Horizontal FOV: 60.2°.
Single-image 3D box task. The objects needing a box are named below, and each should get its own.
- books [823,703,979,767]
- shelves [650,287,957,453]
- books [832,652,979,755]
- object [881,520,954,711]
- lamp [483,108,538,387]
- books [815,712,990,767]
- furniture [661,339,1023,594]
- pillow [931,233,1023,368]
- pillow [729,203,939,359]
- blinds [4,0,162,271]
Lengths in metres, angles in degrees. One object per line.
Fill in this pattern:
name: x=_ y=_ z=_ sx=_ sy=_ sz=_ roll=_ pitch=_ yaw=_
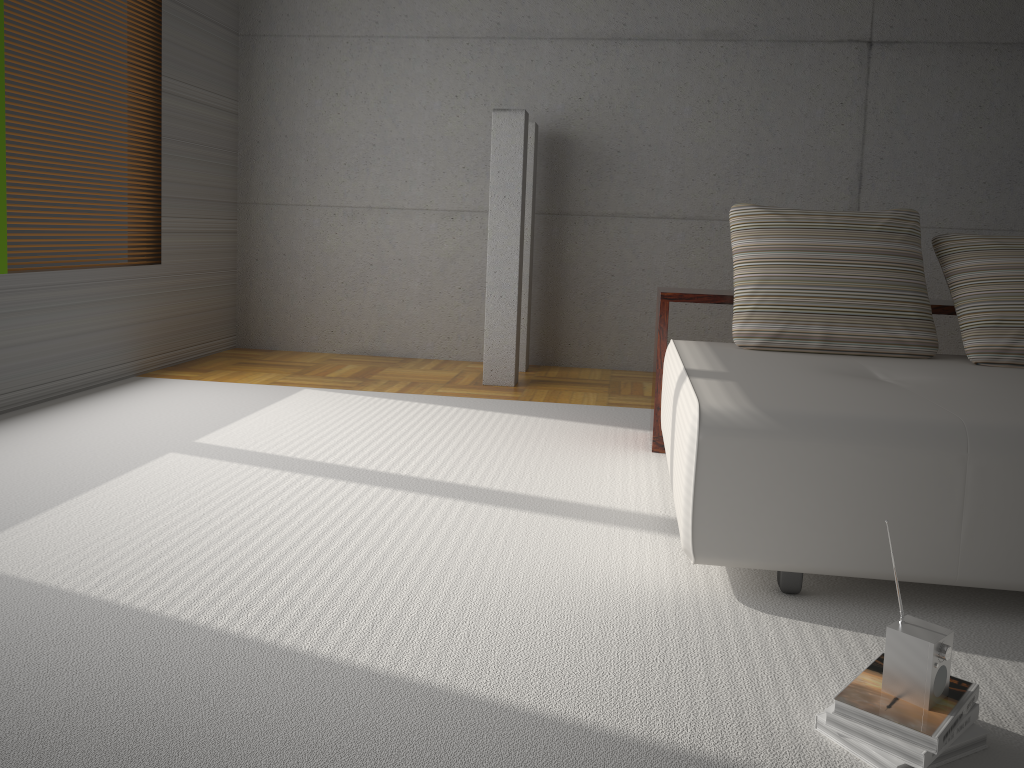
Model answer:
books: x=0.759 y=0.644 z=1.720 sx=0.265 sy=0.032 sz=0.190 roll=-7 pitch=13 yaw=-43
shelves: x=1.777 y=-0.015 z=3.959 sx=2.251 sy=0.710 sz=0.403 roll=3 pitch=7 yaw=7
books: x=0.768 y=0.612 z=1.717 sx=0.190 sy=0.032 sz=0.266 roll=11 pitch=13 yaw=41
object: x=0.750 y=0.422 z=1.661 sx=0.186 sy=0.363 sz=0.090 roll=-3 pitch=8 yaw=-42
lamp: x=0.000 y=-0.888 z=5.792 sx=0.200 sy=1.678 sz=0.804 roll=3 pitch=6 yaw=7
books: x=0.758 y=0.675 z=1.723 sx=0.265 sy=0.032 sz=0.191 roll=-3 pitch=11 yaw=-28
furniture: x=1.629 y=0.245 z=2.987 sx=2.169 sy=0.518 sz=1.627 roll=3 pitch=9 yaw=7
pillow: x=2.160 y=-0.331 z=3.520 sx=0.807 sy=0.513 sz=0.583 roll=3 pitch=8 yaw=8
pillow: x=1.321 y=-0.441 z=3.674 sx=0.801 sy=0.605 sz=0.494 roll=3 pitch=7 yaw=7
blinds: x=-2.445 y=-1.408 z=3.988 sx=0.012 sy=2.027 sz=3.564 roll=3 pitch=9 yaw=7
